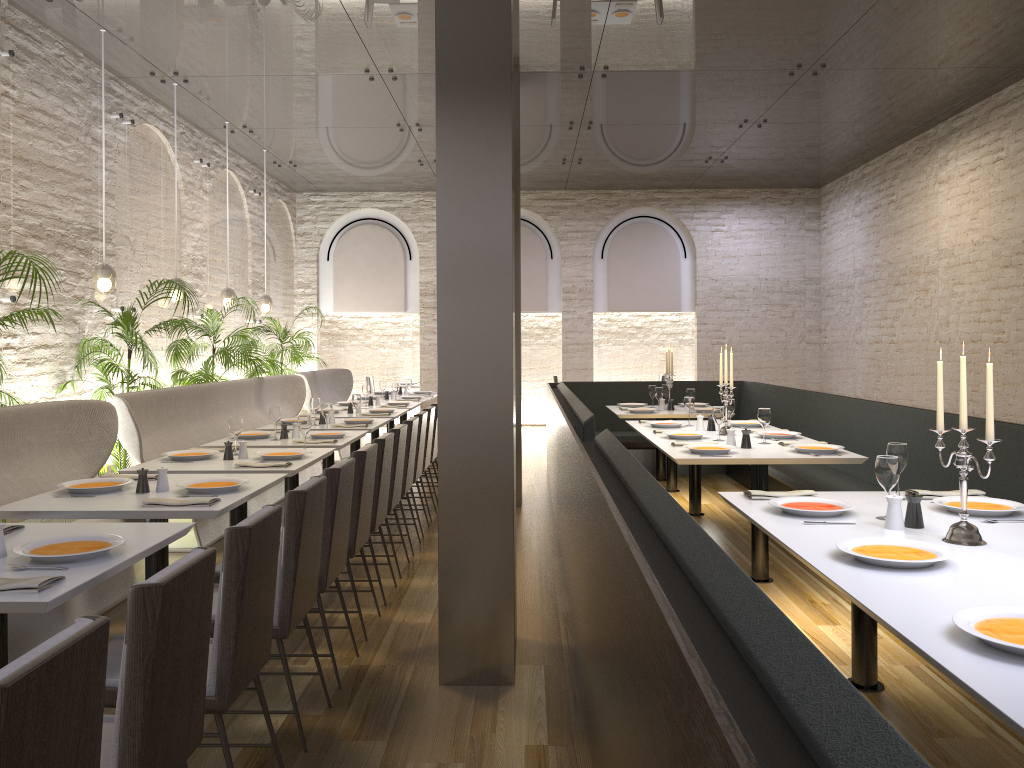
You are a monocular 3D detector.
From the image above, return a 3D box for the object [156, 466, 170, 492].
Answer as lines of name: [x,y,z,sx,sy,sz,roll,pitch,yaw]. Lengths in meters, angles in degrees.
object: [-1.577,0.427,4.000,0.059,0.109,0.059,0,1,-7]

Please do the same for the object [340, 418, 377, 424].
object: [-1.292,0.315,7.474,0.322,0.036,0.321,-1,3,-21]

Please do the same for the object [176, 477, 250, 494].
object: [-1.354,0.464,4.016,0.322,0.036,0.321,-1,3,-21]

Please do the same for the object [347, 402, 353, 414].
object: [-1.566,0.229,8.584,0.059,0.109,0.059,0,1,-7]

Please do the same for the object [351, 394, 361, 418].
object: [-1.358,0.205,7.736,0.086,0.231,0.086,0,0,43]

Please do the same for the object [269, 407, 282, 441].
object: [-1.641,0.275,6.152,0.086,0.231,0.086,-1,0,-41]

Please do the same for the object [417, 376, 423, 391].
object: [-1.277,0.009,12.267,0.086,0.231,0.086,0,0,31]

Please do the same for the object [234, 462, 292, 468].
object: [-1.341,0.438,4.789,0.273,0.033,0.143,0,2,1]

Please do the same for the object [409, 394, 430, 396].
object: [-1.219,0.142,11.647,0.273,0.033,0.143,0,2,1]

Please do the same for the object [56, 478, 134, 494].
object: [-1.891,0.467,4.028,0.322,0.036,0.321,-1,3,-21]

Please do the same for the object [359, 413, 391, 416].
object: [-1.279,0.287,8.285,0.273,0.033,0.143,0,2,1]

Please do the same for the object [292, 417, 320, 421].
object: [-1.805,0.310,7.827,0.273,0.033,0.143,0,2,1]

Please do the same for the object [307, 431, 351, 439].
object: [-1.313,0.365,6.313,0.322,0.036,0.322,-1,3,-17]

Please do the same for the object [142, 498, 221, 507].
object: [-1.362,0.487,3.657,0.273,0.033,0.143,0,2,1]

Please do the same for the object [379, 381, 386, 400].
object: [-1.560,0.079,10.691,0.086,0.231,0.086,0,0,31]

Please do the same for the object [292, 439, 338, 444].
object: [-1.321,0.388,5.953,0.273,0.033,0.143,0,2,1]

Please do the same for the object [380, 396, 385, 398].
object: [-1.745,0.163,11.219,0.273,0.033,0.143,0,2,1]

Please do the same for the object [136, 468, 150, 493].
object: [-1.648,0.429,3.956,0.059,0.109,0.059,0,1,-7]

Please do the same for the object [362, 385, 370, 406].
object: [-1.579,0.126,9.594,0.086,0.231,0.086,0,0,31]

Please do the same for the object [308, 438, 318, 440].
object: [-1.321,0.381,6.129,0.181,0.015,0.038,0,2,2]

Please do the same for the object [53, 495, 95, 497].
object: [-1.899,0.485,3.844,0.185,0.010,0.017,0,2,1]

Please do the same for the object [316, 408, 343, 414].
object: [-1.809,0.267,8.656,0.322,0.036,0.321,-1,3,-21]

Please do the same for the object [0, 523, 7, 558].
object: [-1.600,0.481,2.749,0.059,0.109,0.059,0,1,-7]

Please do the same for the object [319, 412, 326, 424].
object: [-1.587,0.280,7.413,0.059,0.109,0.059,0,1,-7]

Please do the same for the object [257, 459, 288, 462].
object: [-1.342,0.431,4.966,0.181,0.015,0.038,0,2,2]

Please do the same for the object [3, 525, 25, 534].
object: [-1.889,0.513,3.118,0.273,0.033,0.143,0,2,1]

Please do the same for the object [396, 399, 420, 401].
object: [-1.239,0.191,10.507,0.273,0.033,0.143,0,2,1]

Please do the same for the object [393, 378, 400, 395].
object: [-1.540,0.030,11.818,0.086,0.231,0.086,0,0,31]

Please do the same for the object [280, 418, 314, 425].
object: [-1.829,0.318,7.485,0.322,0.036,0.321,-1,3,-21]

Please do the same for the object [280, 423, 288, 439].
object: [-1.607,0.330,6.252,0.059,0.109,0.059,0,1,-7]

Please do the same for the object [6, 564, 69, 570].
object: [-1.384,0.534,2.582,0.181,0.015,0.038,0,2,2]

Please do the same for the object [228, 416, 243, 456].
object: [-1.656,0.311,5.313,0.086,0.231,0.086,0,0,43]

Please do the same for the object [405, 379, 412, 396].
object: [-1.297,0.058,11.140,0.086,0.231,0.086,0,0,31]

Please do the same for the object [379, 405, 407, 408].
object: [-1.259,0.239,9.403,0.273,0.033,0.143,0,2,1]

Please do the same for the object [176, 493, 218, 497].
object: [-1.362,0.480,3.833,0.181,0.015,0.038,0,2,2]

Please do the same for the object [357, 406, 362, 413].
object: [-1.495,0.227,8.629,0.059,0.109,0.059,0,1,-7]

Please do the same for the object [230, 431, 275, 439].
object: [-1.850,0.368,6.324,0.322,0.036,0.322,-1,3,-17]

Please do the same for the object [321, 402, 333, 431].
object: [-1.378,0.254,6.601,0.086,0.231,0.086,0,0,7]

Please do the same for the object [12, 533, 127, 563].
object: [-1.376,0.518,2.765,0.322,0.036,0.321,-1,3,-21]

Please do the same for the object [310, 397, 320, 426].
object: [-1.620,0.226,7.288,0.086,0.231,0.086,0,0,43]

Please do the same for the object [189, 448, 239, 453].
object: [-1.847,0.410,5.502,0.273,0.033,0.143,0,2,1]

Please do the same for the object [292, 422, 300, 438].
object: [-1.536,0.328,6.296,0.059,0.109,0.059,0,1,-7]

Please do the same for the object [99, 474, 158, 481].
object: [-1.867,0.459,4.369,0.273,0.033,0.143,0,2,1]

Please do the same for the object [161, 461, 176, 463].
object: [-1.879,0.436,4.977,0.185,0.010,0.017,0,2,1]

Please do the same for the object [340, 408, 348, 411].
object: [-1.784,0.259,8.998,0.273,0.033,0.143,0,2,1]

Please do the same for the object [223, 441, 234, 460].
object: [-1.628,0.380,5.088,0.059,0.109,0.059,0,1,9]

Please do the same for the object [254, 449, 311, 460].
object: [-1.333,0.415,5.149,0.322,0.036,0.321,1,3,36]

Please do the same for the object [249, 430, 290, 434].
object: [-1.826,0.360,6.666,0.273,0.033,0.143,0,2,1]

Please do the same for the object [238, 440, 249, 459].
object: [-1.557,0.378,5.133,0.059,0.109,0.059,0,1,9]

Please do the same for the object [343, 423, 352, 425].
object: [-1.300,0.331,7.291,0.181,0.015,0.038,0,2,2]

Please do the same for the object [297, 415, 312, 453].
object: [-1.265,0.305,5.411,0.086,0.231,0.086,0,0,43]

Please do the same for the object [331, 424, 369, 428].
object: [-1.300,0.337,7.114,0.273,0.033,0.143,0,2,1]

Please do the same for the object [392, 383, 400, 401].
object: [-1.316,0.105,10.043,0.086,0.231,0.086,0,0,31]

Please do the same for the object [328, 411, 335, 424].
object: [-1.516,0.278,7.458,0.059,0.109,0.059,0,1,-7]

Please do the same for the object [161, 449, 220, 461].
object: [-1.871,0.418,5.161,0.322,0.036,0.321,1,3,36]

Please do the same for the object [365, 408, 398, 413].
object: [-1.271,0.264,8.645,0.322,0.036,0.321,-1,3,-21]

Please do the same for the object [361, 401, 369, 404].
object: [-1.765,0.211,10.116,0.273,0.033,0.143,0,2,1]
